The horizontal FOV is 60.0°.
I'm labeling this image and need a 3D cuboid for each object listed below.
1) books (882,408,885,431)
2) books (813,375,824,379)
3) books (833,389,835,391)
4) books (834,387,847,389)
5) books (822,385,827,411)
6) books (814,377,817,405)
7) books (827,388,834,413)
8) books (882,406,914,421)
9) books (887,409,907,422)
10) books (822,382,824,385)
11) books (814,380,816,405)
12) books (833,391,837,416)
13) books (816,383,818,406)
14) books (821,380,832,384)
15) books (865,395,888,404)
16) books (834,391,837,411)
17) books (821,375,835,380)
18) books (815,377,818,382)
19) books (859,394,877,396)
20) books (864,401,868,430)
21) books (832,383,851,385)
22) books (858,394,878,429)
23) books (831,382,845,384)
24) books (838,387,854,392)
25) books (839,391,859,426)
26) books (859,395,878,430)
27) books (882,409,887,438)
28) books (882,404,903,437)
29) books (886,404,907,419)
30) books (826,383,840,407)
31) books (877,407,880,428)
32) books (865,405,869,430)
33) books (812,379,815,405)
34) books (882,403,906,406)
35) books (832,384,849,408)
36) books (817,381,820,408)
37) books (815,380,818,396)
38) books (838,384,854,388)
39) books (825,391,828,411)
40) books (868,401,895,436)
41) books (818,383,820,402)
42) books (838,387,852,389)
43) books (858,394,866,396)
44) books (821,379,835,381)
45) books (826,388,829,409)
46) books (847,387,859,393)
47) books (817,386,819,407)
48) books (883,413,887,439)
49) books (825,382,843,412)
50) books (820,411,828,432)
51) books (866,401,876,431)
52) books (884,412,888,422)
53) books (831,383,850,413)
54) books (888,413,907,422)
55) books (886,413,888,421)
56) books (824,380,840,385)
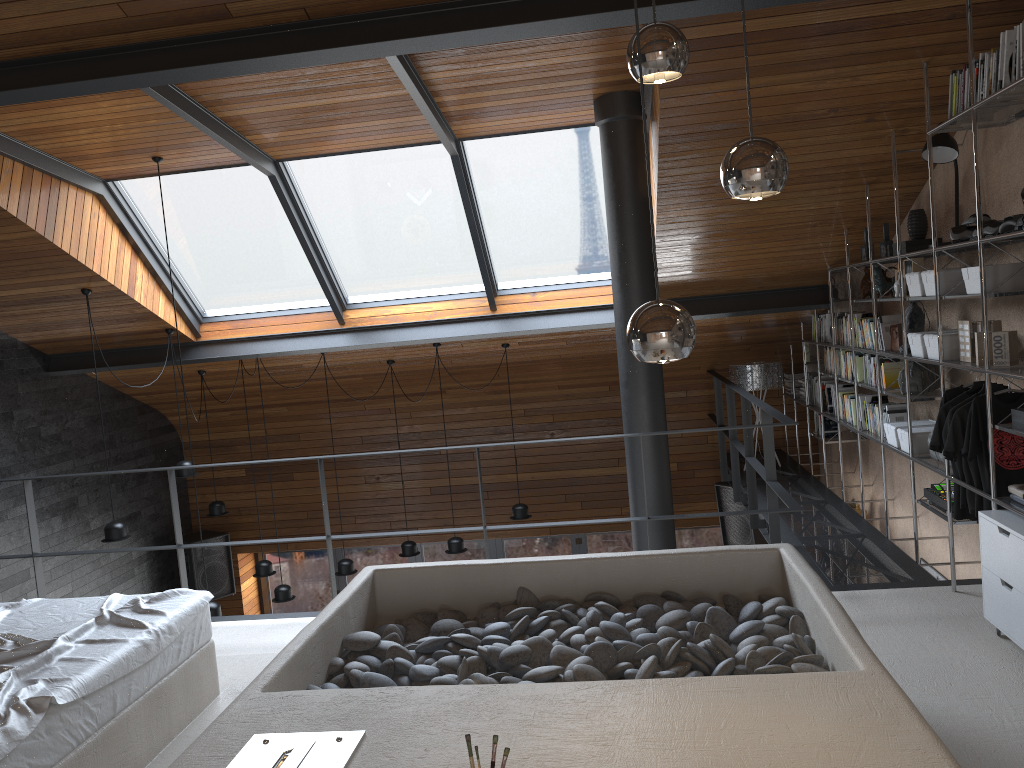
[{"bbox_3d":[2.520,0.250,5.831,0.148,0.189,0.053,-5,4,7],"label":"books"},{"bbox_3d":[2.783,0.049,7.859,0.207,0.255,0.010,-5,4,7],"label":"books"},{"bbox_3d":[2.661,0.136,7.069,0.171,0.218,0.047,-5,4,7],"label":"books"},{"bbox_3d":[2.661,0.136,7.079,0.164,0.217,0.048,-5,4,7],"label":"books"},{"bbox_3d":[2.663,0.112,7.407,0.137,0.215,0.014,-5,4,7],"label":"books"},{"bbox_3d":[2.769,0.054,7.808,0.191,0.255,0.012,-5,4,7],"label":"books"},{"bbox_3d":[2.664,0.130,7.263,0.148,0.206,0.053,-5,4,7],"label":"books"},{"bbox_3d":[2.544,0.241,5.839,0.192,0.202,0.055,-5,4,7],"label":"books"},{"bbox_3d":[2.497,0.261,5.721,0.129,0.186,0.050,-5,4,7],"label":"books"},{"bbox_3d":[2.687,0.098,7.471,0.129,0.231,0.010,-5,4,7],"label":"books"},{"bbox_3d":[2.758,0.065,7.824,0.169,0.232,0.018,-5,4,7],"label":"books"},{"bbox_3d":[2.630,0.150,7.053,0.127,0.200,0.046,-5,4,7],"label":"books"},{"bbox_3d":[2.726,0.089,7.737,0.130,0.208,0.010,-5,4,7],"label":"books"},{"bbox_3d":[2.718,0.087,7.571,0.148,0.234,0.013,-5,4,7],"label":"books"},{"bbox_3d":[2.552,0.200,6.181,0.148,0.233,0.053,-5,4,7],"label":"books"},{"bbox_3d":[2.636,0.150,7.041,0.127,0.200,0.046,-5,4,7],"label":"books"},{"bbox_3d":[2.734,0.059,7.691,0.143,0.268,0.020,-5,4,7],"label":"books"},{"bbox_3d":[2.772,0.057,7.796,0.192,0.251,0.012,-5,4,7],"label":"books"},{"bbox_3d":[2.551,0.190,6.295,0.143,0.236,0.062,-5,4,7],"label":"books"},{"bbox_3d":[2.546,0.213,6.192,0.149,0.205,0.049,-5,4,7],"label":"books"},{"bbox_3d":[2.701,0.113,7.241,0.143,0.236,0.062,-5,4,7],"label":"books"},{"bbox_3d":[2.530,0.195,6.267,0.148,0.233,0.053,-5,4,7],"label":"books"},{"bbox_3d":[2.686,0.109,7.322,0.148,0.233,0.053,-5,4,7],"label":"books"},{"bbox_3d":[2.615,0.146,6.923,0.122,0.230,0.057,-5,4,7],"label":"books"},{"bbox_3d":[2.580,0.177,6.677,0.139,0.211,0.467,-5,4,7],"label":"books"},{"bbox_3d":[2.525,0.199,6.219,0.148,0.233,0.053,-5,4,7],"label":"books"},{"bbox_3d":[2.516,0.254,5.802,0.160,0.187,0.060,-5,4,7],"label":"books"},{"bbox_3d":[2.540,0.239,5.851,0.191,0.205,0.055,-5,4,7],"label":"books"},{"bbox_3d":[2.506,0.244,5.735,0.143,0.217,0.066,-5,4,7],"label":"books"},{"bbox_3d":[2.667,0.114,7.279,0.148,0.233,0.053,-5,4,7],"label":"books"},{"bbox_3d":[2.516,0.246,5.896,0.148,0.189,0.053,-5,4,7],"label":"books"},{"bbox_3d":[2.535,0.228,6.167,0.131,0.180,0.042,-5,4,7],"label":"books"},{"bbox_3d":[2.745,0.064,7.854,0.148,0.234,0.013,-5,4,7],"label":"books"},{"bbox_3d":[2.554,0.233,5.902,0.207,0.205,0.053,-5,4,7],"label":"books"},{"bbox_3d":[2.675,0.121,7.165,0.148,0.233,0.053,-5,4,7],"label":"books"},{"bbox_3d":[2.717,0.081,7.651,0.148,0.234,0.013,-5,4,7],"label":"books"},{"bbox_3d":[2.745,0.072,7.759,0.160,0.231,0.021,-5,4,7],"label":"books"},{"bbox_3d":[2.702,0.122,7.126,0.148,0.233,0.053,-5,4,7],"label":"books"},{"bbox_3d":[2.680,0.114,7.369,0.133,0.219,0.058,-5,4,7],"label":"books"},{"bbox_3d":[2.525,0.230,6.028,0.136,0.210,0.273,-5,4,7],"label":"books"},{"bbox_3d":[2.720,0.082,7.638,0.148,0.234,0.013,-5,4,7],"label":"books"},{"bbox_3d":[2.644,0.142,6.993,0.161,0.222,0.055,-5,4,7],"label":"books"},{"bbox_3d":[2.571,0.184,6.450,0.117,0.220,0.054,-5,4,7],"label":"books"},{"bbox_3d":[2.725,0.081,7.601,0.146,0.240,0.023,-5,4,7],"label":"books"},{"bbox_3d":[2.670,0.119,7.293,0.141,0.221,0.055,-5,4,7],"label":"books"},{"bbox_3d":[2.661,0.136,7.022,0.177,0.217,0.046,-5,4,7],"label":"books"},{"bbox_3d":[2.736,0.086,7.722,0.146,0.210,0.018,-5,4,7],"label":"books"},{"bbox_3d":[2.496,0.267,5.780,0.130,0.167,0.046,-5,4,7],"label":"books"},{"bbox_3d":[2.674,0.108,7.338,0.143,0.235,0.055,-5,4,7],"label":"books"},{"bbox_3d":[2.740,0.338,7.639,0.155,0.215,0.055,-5,4,7],"label":"books"},{"bbox_3d":[2.542,0.219,6.153,0.137,0.201,0.047,-5,4,7],"label":"books"},{"bbox_3d":[2.507,0.266,5.764,0.146,0.171,0.054,-5,4,7],"label":"books"},{"bbox_3d":[2.680,0.118,7.213,0.148,0.233,0.053,-5,4,7],"label":"books"},{"bbox_3d":[2.500,0.272,5.710,0.130,0.166,0.046,-5,4,7],"label":"books"},{"bbox_3d":[2.509,0.264,5.750,0.148,0.175,0.046,-5,4,7],"label":"books"},{"bbox_3d":[2.684,0.094,7.420,0.131,0.247,0.018,-5,4,7],"label":"books"}]
